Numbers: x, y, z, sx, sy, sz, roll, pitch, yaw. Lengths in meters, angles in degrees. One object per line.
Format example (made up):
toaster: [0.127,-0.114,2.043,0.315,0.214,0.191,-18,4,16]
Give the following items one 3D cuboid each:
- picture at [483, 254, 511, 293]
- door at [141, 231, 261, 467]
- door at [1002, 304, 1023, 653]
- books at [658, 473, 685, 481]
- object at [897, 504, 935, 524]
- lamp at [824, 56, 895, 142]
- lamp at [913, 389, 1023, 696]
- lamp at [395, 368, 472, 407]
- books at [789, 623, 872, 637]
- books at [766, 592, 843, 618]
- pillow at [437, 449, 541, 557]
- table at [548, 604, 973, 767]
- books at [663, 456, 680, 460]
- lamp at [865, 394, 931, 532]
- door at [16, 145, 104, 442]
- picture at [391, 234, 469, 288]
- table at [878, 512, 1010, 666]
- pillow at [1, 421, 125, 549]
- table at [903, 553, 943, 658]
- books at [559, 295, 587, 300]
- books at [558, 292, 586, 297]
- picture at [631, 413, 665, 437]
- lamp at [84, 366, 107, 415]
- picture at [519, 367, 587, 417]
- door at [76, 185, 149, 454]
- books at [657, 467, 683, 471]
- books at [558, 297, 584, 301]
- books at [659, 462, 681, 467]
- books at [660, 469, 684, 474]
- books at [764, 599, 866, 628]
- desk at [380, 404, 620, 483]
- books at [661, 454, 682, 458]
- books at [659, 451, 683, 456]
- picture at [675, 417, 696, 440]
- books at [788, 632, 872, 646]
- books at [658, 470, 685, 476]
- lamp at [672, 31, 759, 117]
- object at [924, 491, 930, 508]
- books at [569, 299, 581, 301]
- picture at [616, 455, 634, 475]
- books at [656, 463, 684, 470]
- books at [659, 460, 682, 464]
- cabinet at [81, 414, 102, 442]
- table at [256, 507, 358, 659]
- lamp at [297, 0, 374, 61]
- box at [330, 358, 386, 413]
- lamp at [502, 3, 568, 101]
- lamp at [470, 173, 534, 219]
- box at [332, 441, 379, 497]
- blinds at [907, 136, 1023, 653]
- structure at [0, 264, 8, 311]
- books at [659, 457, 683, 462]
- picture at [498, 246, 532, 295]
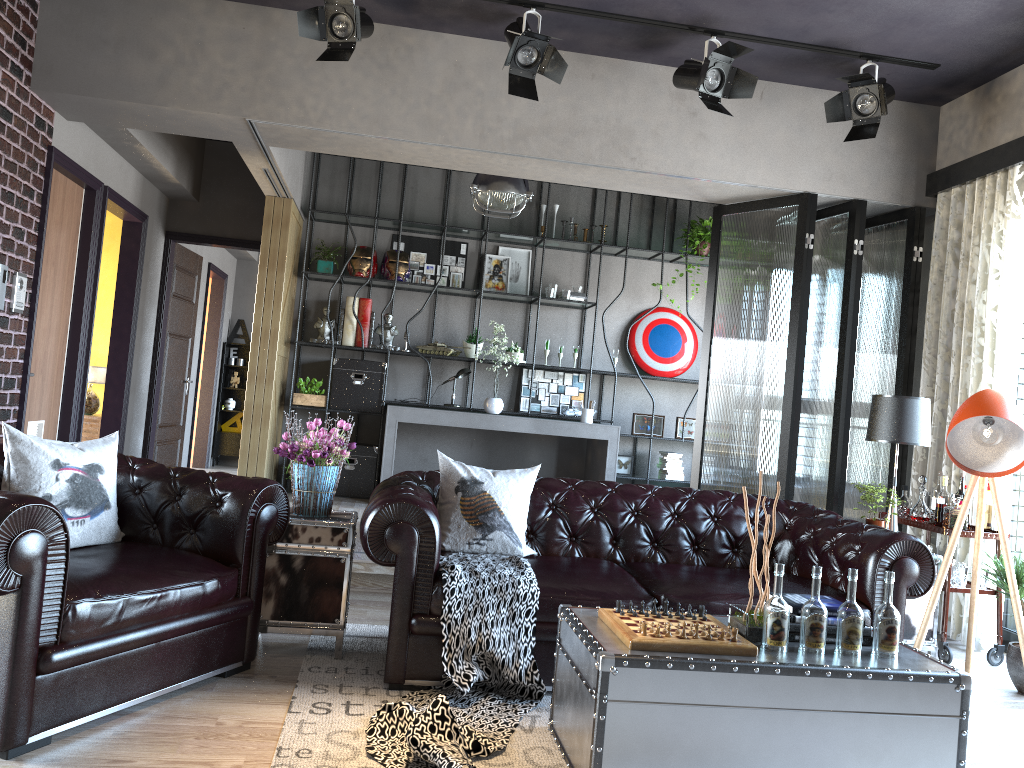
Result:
picture: [-0.158,-1.070,8.764,0.267,0.414,0.101,6,-2,-8]
door: [-2.964,-0.143,9.075,1.149,2.545,1.128,6,-2,-8]
door: [3.205,0.246,4.170,0.111,2.682,2.668,6,-2,-8]
books: [1.568,0.913,8.745,0.192,0.043,0.248,5,-1,-8]
object: [2.465,0.792,5.391,0.245,0.092,0.151,4,-2,33]
lamp: [2.142,-1.696,5.330,0.359,0.520,0.560,4,-2,42]
lamp: [2.877,0.854,5.069,0.583,1.457,3.828,4,-2,34]
lamp: [-0.749,0.010,8.521,0.740,0.371,0.204,5,-2,16]
books: [1.101,0.869,3.254,0.315,0.026,0.270,5,-1,-8]
books: [1.104,0.815,3.268,0.251,0.030,0.236,5,-1,-6]
pillow: [-0.121,0.575,4.301,0.528,0.469,0.283,5,-2,-5]
table: [0.812,1.114,3.094,1.254,0.470,0.684,5,-2,-8]
books: [1.573,0.729,8.753,0.162,0.023,0.231,5,-1,8]
lamp: [2.116,0.486,4.894,0.333,0.832,0.333,5,-2,-5]
door: [-3.158,-0.229,5.976,0.219,2.541,1.002,6,-2,-8]
picture: [-0.822,-1.191,8.747,0.749,0.503,0.058,5,-2,-8]
table: [2.509,1.184,5.233,0.438,0.733,0.803,6,-2,-12]
pillow: [-1.794,0.410,3.576,0.290,0.502,0.541,4,-2,30]
table: [2.032,1.194,4.849,0.405,0.609,0.417,6,-2,-8]
books: [0.601,-0.860,8.809,0.243,0.024,0.175,6,-1,-12]
books: [0.595,-0.888,8.803,0.225,0.029,0.179,6,-1,-16]
picture: [1.326,0.401,8.638,0.313,0.212,0.049,5,-2,-8]
lamp: [-3.803,0.358,7.885,0.290,1.045,0.441,7,-2,-35]
picture: [0.411,0.087,8.857,0.665,0.447,0.051,5,-2,-8]
door: [-3.755,-0.262,7.073,1.098,2.545,1.149,6,-2,-8]
books: [1.559,0.837,8.758,0.192,0.014,0.255,5,-1,-5]
books: [0.586,-0.838,8.805,0.166,0.024,0.227,6,-1,-29]
books: [1.560,0.792,8.765,0.158,0.021,0.224,5,-1,-8]
books: [1.574,0.857,8.750,0.175,0.023,0.249,5,-1,-7]
books: [1.102,0.843,3.267,0.282,0.026,0.266,5,-1,-6]
desk: [-0.153,0.734,8.399,2.129,0.886,0.844,5,-2,-8]
books: [1.573,0.708,8.767,0.155,0.020,0.205,5,-1,-8]
books: [1.566,0.686,8.761,0.159,0.024,0.201,6,-1,-18]
picture: [1.761,0.441,8.699,0.313,0.212,0.048,5,-2,-8]
books: [1.097,0.899,3.265,0.324,0.035,0.305,5,-1,-8]
books: [1.572,0.880,8.749,0.175,0.023,0.249,6,-1,-12]
lamp: [1.148,-1.799,5.199,0.359,0.503,0.553,6,-2,-28]
object: [2.587,0.765,5.556,0.052,0.182,0.134,4,-2,29]
books: [0.593,-0.809,8.800,0.179,0.034,0.243,6,-1,-25]
picture: [1.098,0.794,8.701,0.172,0.190,0.036,5,-2,-8]
books: [1.560,0.816,8.758,0.193,0.028,0.245,6,-1,-13]
books: [1.568,0.771,8.765,0.155,0.022,0.205,6,-1,-13]
cabinet: [-4.303,0.597,7.804,1.431,0.750,0.408,5,-2,-8]
table: [-0.953,0.903,4.104,0.417,0.609,0.405,6,-2,-8]
lamp: [-0.923,-1.990,4.909,0.359,0.513,0.559,5,-2,12]
box: [-1.452,0.012,8.395,0.488,0.481,0.373,5,-2,-8]
lamp: [0.088,-1.888,5.052,0.359,0.526,0.540,6,-2,-23]
lamp: [-0.093,-1.946,7.223,0.534,1.149,0.515,6,-2,-31]
box: [-1.524,0.794,8.366,0.488,0.481,0.373,5,-2,-8]
blinds: [3.006,0.058,4.277,0.200,2.976,3.409,6,-2,-8]
structure: [-2.887,-0.486,4.962,0.068,0.370,0.279,6,-2,-8]
books: [1.570,0.750,8.760,0.174,0.019,0.243,5,-1,-8]
picture: [0.015,-1.103,8.833,0.332,0.515,0.119,6,-2,-8]
